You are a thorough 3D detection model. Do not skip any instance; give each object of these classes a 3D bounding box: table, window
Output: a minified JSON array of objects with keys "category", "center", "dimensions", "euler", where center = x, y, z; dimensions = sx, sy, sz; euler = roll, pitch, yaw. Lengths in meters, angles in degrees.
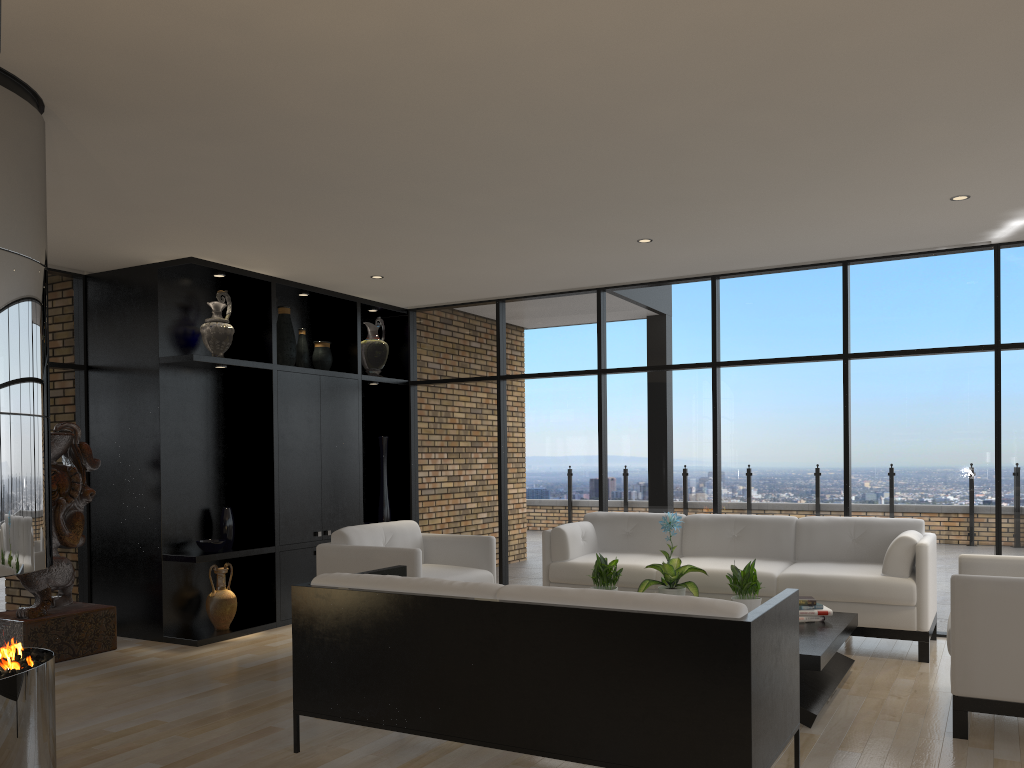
[{"category":"table","center":[0.875,1.555,5.215],"dimensions":[2.034,0.351,1.267],"euler":[-3,-5,29]},{"category":"window","center":[-3.876,-0.711,4.038],"dimensions":[15.895,4.778,10.153],"euler":[-2,-4,16]}]

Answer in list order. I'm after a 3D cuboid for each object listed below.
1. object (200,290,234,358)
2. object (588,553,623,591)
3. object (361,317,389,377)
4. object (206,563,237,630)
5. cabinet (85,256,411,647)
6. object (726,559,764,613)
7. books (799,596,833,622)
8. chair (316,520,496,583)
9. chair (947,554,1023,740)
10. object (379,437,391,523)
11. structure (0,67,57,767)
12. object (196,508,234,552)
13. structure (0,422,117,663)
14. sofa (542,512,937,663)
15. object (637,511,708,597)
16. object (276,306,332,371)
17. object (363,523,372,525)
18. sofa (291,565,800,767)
[{"category":"object","center":[-2.203,-0.444,6.594],"dimensions":[0.245,0.544,0.244],"euler":[-1,0,-17]},{"category":"object","center":[0.577,1.216,5.404],"dimensions":[0.215,0.369,0.285],"euler":[-1,-1,-8]},{"category":"object","center":[-1.293,-0.342,8.224],"dimensions":[0.285,0.592,0.284],"euler":[-1,0,-10]},{"category":"object","center":[-2.177,1.592,6.612],"dimensions":[0.222,0.494,0.223],"euler":[0,0,-34]},{"category":"cabinet","center":[-2.080,0.596,7.608],"dimensions":[1.186,2.737,2.665],"euler":[-1,-2,30]},{"category":"object","center":[1.311,1.173,4.984],"dimensions":[0.215,0.369,0.285],"euler":[-1,-1,7]},{"category":"books","center":[1.679,1.298,5.102],"dimensions":[0.307,0.126,0.224],"euler":[0,-3,-3]},{"category":"chair","center":[-0.693,1.395,6.097],"dimensions":[0.855,0.854,1.003],"euler":[-2,-3,29]},{"category":"chair","center":[2.591,1.205,4.278],"dimensions":[0.855,0.854,1.003],"euler":[-2,-3,29]},{"category":"object","center":[-1.210,0.942,8.351],"dimensions":[0.114,0.881,0.113],"euler":[0,1,41]},{"category":"structure","center":[-2.118,0.232,3.263],"dimensions":[0.587,2.740,0.892],"euler":[-1,0,17]},{"category":"object","center":[-2.189,1.090,6.599],"dimensions":[0.213,0.312,0.374],"euler":[-1,-3,27]},{"category":"structure","center":[-3.130,1.048,5.997],"dimensions":[0.517,1.592,0.731],"euler":[-1,0,29]},{"category":"sofa","center":[1.594,1.400,6.466],"dimensions":[2.698,0.854,0.856],"euler":[-3,-3,29]},{"category":"object","center":[0.933,1.060,5.169],"dimensions":[0.370,0.630,0.356],"euler":[0,-1,-42]},{"category":"object","center":[-1.762,-0.363,7.410],"dimensions":[0.208,0.509,0.619],"euler":[-1,-2,29]},{"category":"object","center":[-1.356,1.322,8.105],"dimensions":[0.213,0.081,0.213],"euler":[-3,-5,26]},{"category":"sofa","center":[0.113,1.219,3.805],"dimensions":[2.034,0.802,0.839],"euler":[-3,-3,29]}]
